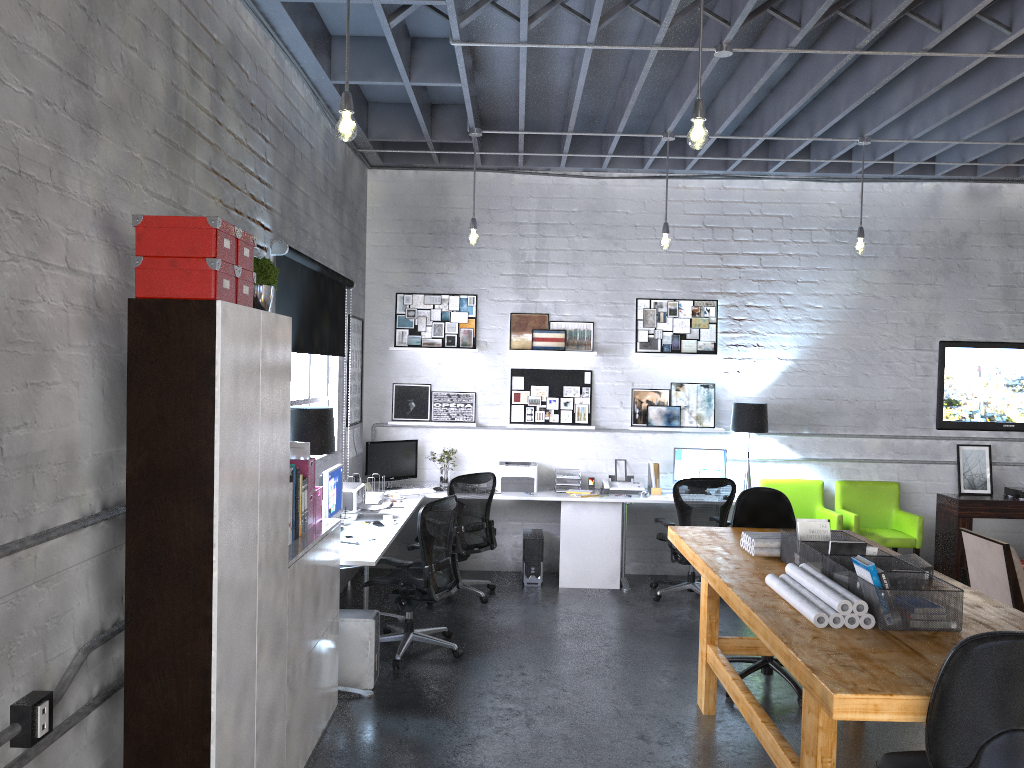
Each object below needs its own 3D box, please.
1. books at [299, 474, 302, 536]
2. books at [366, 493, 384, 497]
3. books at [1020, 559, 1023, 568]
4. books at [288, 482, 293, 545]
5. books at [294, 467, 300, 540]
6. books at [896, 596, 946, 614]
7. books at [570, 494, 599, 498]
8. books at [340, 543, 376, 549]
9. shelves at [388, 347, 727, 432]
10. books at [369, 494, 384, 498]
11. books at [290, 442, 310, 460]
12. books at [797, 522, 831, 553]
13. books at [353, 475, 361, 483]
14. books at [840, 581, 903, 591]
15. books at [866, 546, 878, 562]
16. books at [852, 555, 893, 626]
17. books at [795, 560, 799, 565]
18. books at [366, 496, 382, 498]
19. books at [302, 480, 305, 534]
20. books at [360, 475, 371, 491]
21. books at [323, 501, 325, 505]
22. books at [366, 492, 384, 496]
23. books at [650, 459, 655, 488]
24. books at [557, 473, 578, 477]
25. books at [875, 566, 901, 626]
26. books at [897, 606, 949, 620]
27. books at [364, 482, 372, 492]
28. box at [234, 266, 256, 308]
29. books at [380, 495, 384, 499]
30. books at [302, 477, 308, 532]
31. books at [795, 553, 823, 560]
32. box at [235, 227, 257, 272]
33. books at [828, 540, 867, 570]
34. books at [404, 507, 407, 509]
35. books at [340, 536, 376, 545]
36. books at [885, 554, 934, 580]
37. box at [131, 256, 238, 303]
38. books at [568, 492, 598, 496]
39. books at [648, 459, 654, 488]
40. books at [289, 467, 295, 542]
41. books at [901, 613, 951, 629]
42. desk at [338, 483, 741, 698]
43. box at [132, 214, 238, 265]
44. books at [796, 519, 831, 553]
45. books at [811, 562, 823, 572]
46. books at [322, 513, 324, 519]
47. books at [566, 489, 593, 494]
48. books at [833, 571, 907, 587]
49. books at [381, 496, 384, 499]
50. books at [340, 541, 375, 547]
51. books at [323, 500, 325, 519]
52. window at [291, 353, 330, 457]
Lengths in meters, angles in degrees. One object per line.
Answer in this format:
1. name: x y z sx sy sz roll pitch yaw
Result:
1. books: -1.104 0.588 4.312 0.159 0.298 0.026 1 2 0
2. books: -1.189 0.882 7.087 0.297 0.006 0.210 1 1 0
3. books: 4.099 1.441 7.119 0.185 0.041 0.128 1 1 -5
4. books: -1.109 0.597 4.102 0.174 0.286 0.045 1 2 0
5. books: -1.118 0.569 4.238 0.197 0.339 0.065 1 2 0
6. books: 1.554 0.846 3.401 0.127 0.022 0.181 1 1 -5
7. books: 0.628 0.961 7.680 0.211 0.014 0.148 1 1 -35
8. books: -0.950 0.959 5.304 0.213 0.012 0.158 2 1 25
9. shelves: 0.406 0.050 8.043 3.024 0.694 0.199 1 2 0
10. books: -1.188 0.888 7.087 0.297 0.006 0.210 1 1 2
11. books: -1.128 0.425 4.535 0.192 0.267 0.060 1 2 0
12. books: 1.514 0.792 4.429 0.158 0.200 0.082 1 2 0
13. books: -1.287 0.821 7.439 0.052 0.109 0.133 2 1 15
14. books: 1.508 0.837 3.717 0.250 0.022 0.205 1 1 5
15. books: 1.532 0.806 3.921 0.143 0.188 0.061 1 2 0
16. books: 1.379 0.786 3.394 0.108 0.234 0.166 1 1 0
17. books: 1.516 0.872 4.287 0.249 0.031 0.184 1 1 2
18. books: -1.189 0.893 7.087 0.297 0.006 0.210 1 1 0
19. books: -1.136 0.604 4.365 0.219 0.267 0.060 1 2 5
20. books: -1.222 0.832 7.407 0.017 0.121 0.184 2 1 15
21. books: -1.228 0.833 5.383 0.173 0.243 0.026 1 2 0
22. books: -1.189 0.877 7.091 0.297 0.006 0.210 1 1 1
23. books: 1.260 0.828 7.961 0.043 0.296 0.210 1 1 0
24. books: 0.501 0.822 7.993 0.134 0.008 0.203 1 1 -17
25. books: 1.411 0.799 3.379 0.097 0.209 0.157 1 1 0
26. books: 1.558 0.868 3.407 0.141 0.021 0.203 1 1 1
27. books: -1.200 0.863 7.411 0.037 0.076 0.102 2 1 15
28. box: -1.050 -0.334 3.072 0.270 0.131 0.206 1 1 0
29. books: -1.189 0.903 7.092 0.297 0.006 0.210 1 1 0
30. books: -1.136 0.601 4.425 0.220 0.271 0.082 1 2 0
31. books: 1.508 0.845 4.280 0.233 0.022 0.184 1 1 -2
32. box: -1.048 -0.465 3.068 0.268 0.133 0.206 1 1 0
33. books: 1.463 0.792 3.890 0.158 0.214 0.063 1 2 0
34. books: -0.862 0.944 6.753 0.112 0.002 0.065 1 1 -22
35. books: -0.948 0.936 5.310 0.212 0.010 0.170 2 1 27
36. books: 1.852 0.870 4.260 0.244 0.067 0.298 1 1 10
37. box: -1.051 -0.331 2.864 0.270 0.131 0.206 1 1 0
38. books: 0.612 0.947 7.668 0.211 0.014 0.148 1 1 -25
39. books: 1.252 0.829 7.957 0.036 0.296 0.210 1 1 0
40. books: -1.114 0.566 4.177 0.176 0.346 0.053 1 2 0
41. books: 1.554 0.893 3.406 0.155 0.029 0.225 1 1 0
42. desk: 0.386 1.371 6.535 3.574 0.786 3.297 1 1 0
43. box: -1.048 -0.461 2.860 0.270 0.131 0.206 1 1 0
44. books: 1.517 0.785 4.460 0.171 0.210 0.046 1 2 0
45. books: 1.502 0.845 4.057 0.248 0.021 0.176 1 1 0
46. books: -1.202 0.866 5.356 0.134 0.176 0.020 1 2 0
47. books: 0.586 0.932 7.665 0.211 0.014 0.148 2 1 15
48. books: 1.498 0.813 3.712 0.232 0.027 0.184 1 1 -28
49. books: -1.189 0.908 7.092 0.297 0.006 0.210 1 1 0
50. books: -0.953 0.947 5.306 0.209 0.012 0.158 2 1 23
51. books: -1.227 0.831 5.397 0.177 0.246 0.026 1 2 0
52. window: -1.455 -0.078 6.063 0.030 1.220 1.821 1 1 0
